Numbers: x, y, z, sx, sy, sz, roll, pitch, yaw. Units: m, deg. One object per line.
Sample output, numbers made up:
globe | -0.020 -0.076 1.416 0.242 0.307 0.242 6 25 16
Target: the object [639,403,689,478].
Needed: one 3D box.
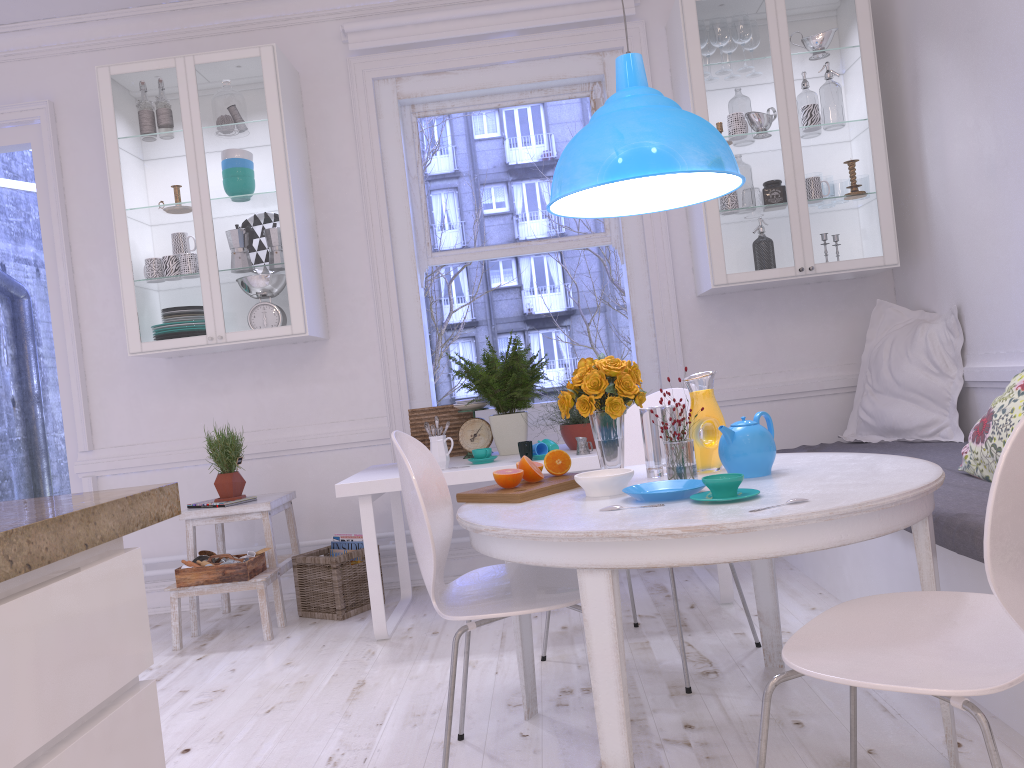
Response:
object | 0.419 0.153 2.405 0.101 0.186 0.122 -6 0 32

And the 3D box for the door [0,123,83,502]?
door | -2.672 -0.023 4.960 1.009 2.474 1.021 -6 0 2

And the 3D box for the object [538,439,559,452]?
object | 0.140 0.242 3.420 0.069 0.059 0.082 -7 0 -20

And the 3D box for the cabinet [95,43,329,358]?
cabinet | -1.384 -0.823 4.142 0.823 1.311 0.425 -6 0 2

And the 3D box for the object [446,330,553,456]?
object | -0.037 0.039 3.792 0.438 0.527 0.368 -6 0 2

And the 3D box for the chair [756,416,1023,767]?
chair | 0.661 0.431 1.436 0.483 0.845 0.604 -6 0 37

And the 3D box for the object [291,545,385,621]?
object | -0.771 0.876 3.953 0.276 0.270 0.276 -6 0 35

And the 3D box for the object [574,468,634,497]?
object | 0.227 0.242 2.168 0.147 0.052 0.147 -6 0 44

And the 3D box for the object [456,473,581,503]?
object | 0.051 0.276 2.376 0.224 0.024 0.347 -6 0 42

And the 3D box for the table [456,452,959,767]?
table | 0.465 0.558 2.175 1.140 0.629 1.140 -6 0 31

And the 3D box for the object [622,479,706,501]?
object | 0.349 0.243 2.013 0.196 0.023 0.196 -7 0 -11

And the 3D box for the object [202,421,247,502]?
object | -1.247 0.324 3.897 0.186 0.367 0.196 -7 0 -43

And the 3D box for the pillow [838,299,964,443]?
pillow | 1.718 -0.070 3.884 0.374 0.642 0.677 -7 0 -28

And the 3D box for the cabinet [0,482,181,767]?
cabinet | -0.758 0.595 0.656 0.654 0.842 1.167 -6 0 2

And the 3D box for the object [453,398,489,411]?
object | -0.177 0.089 3.923 0.163 0.047 0.164 -7 0 -39

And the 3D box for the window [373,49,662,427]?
window | 0.033 -0.679 4.436 1.234 1.782 0.181 -6 0 2

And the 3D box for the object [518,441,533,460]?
object | 0.050 0.257 3.351 0.055 0.077 0.070 -6 0 27

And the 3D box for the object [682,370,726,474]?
object | 0.519 0.101 2.376 0.094 0.267 0.116 -6 0 29

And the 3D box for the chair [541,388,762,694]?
chair | 0.424 0.454 2.872 0.483 0.845 0.604 -7 0 -43

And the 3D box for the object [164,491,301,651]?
object | -1.192 0.790 3.876 0.418 0.534 0.599 -6 0 2

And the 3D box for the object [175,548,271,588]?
object | -1.188 0.749 3.669 0.358 0.110 0.211 -6 0 4

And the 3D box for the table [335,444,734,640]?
table | 0.134 0.597 3.667 1.514 0.619 0.736 -6 0 2

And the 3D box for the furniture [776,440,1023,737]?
furniture | 1.473 0.504 2.431 0.769 0.508 3.296 -6 0 2

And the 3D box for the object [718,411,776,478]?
object | 0.589 0.151 2.207 0.156 0.151 0.150 -6 0 5

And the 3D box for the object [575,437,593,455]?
object | 0.277 0.236 3.407 0.066 0.067 0.052 -6 0 3

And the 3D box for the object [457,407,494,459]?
object | -0.159 0.214 3.913 0.159 0.208 0.185 -6 0 2

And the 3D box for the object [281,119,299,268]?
object | -1.384 -0.823 4.164 0.811 0.651 0.376 -6 0 2

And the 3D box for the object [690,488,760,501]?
object | 0.452 0.238 1.883 0.147 0.011 0.147 -6 0 4

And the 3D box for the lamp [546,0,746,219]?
lamp | 0.271 -1.503 2.548 0.568 1.948 0.568 -6 0 36

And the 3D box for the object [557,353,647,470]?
object | 0.260 0.088 2.418 0.234 0.351 0.235 -7 0 -33

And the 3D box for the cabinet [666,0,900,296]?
cabinet | 1.217 -1.119 4.056 0.823 1.311 0.425 -6 0 2

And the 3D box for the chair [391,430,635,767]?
chair | 0.006 0.503 2.093 0.483 0.845 0.604 -6 0 2

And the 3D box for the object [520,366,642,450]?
object | 0.326 0.097 3.684 0.668 0.367 0.531 -6 0 26

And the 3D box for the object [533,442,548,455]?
object | 0.104 0.252 3.409 0.069 0.058 0.080 -7 0 -25

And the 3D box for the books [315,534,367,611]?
books | -0.767 0.841 3.963 0.221 0.306 0.205 -6 0 35

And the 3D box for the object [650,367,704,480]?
object | 0.415 0.103 2.186 0.128 0.287 0.128 -6 0 4

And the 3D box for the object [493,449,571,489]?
object | 0.037 0.229 2.401 0.129 0.075 0.285 -6 0 38

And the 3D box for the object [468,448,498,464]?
object | -0.117 0.286 3.528 0.121 0.055 0.121 -6 0 42

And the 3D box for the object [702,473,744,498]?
object | 0.450 0.217 1.883 0.088 0.043 0.088 -6 0 9

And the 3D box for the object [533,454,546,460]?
object | 0.122 0.276 3.412 0.121 0.021 0.121 -6 0 42

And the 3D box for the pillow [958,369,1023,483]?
pillow | 1.574 0.056 2.457 0.509 0.447 0.592 -6 0 7

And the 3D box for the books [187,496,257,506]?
books | -1.278 0.516 3.909 0.246 0.007 0.180 -6 0 32

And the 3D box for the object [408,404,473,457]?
object | -0.311 0.217 4.024 0.294 0.237 0.028 -6 0 2

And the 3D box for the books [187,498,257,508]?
books | -1.277 0.525 3.909 0.246 0.011 0.180 -6 0 32

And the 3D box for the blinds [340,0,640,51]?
blinds | -0.105 -1.739 4.246 1.451 0.131 0.136 -6 0 2
